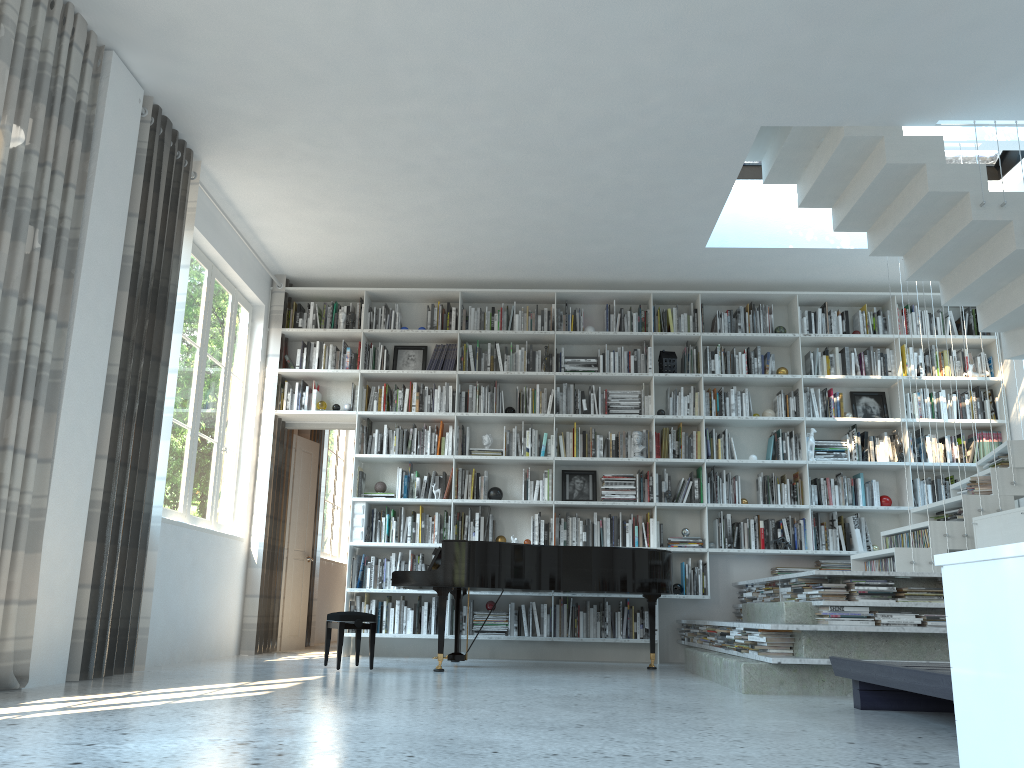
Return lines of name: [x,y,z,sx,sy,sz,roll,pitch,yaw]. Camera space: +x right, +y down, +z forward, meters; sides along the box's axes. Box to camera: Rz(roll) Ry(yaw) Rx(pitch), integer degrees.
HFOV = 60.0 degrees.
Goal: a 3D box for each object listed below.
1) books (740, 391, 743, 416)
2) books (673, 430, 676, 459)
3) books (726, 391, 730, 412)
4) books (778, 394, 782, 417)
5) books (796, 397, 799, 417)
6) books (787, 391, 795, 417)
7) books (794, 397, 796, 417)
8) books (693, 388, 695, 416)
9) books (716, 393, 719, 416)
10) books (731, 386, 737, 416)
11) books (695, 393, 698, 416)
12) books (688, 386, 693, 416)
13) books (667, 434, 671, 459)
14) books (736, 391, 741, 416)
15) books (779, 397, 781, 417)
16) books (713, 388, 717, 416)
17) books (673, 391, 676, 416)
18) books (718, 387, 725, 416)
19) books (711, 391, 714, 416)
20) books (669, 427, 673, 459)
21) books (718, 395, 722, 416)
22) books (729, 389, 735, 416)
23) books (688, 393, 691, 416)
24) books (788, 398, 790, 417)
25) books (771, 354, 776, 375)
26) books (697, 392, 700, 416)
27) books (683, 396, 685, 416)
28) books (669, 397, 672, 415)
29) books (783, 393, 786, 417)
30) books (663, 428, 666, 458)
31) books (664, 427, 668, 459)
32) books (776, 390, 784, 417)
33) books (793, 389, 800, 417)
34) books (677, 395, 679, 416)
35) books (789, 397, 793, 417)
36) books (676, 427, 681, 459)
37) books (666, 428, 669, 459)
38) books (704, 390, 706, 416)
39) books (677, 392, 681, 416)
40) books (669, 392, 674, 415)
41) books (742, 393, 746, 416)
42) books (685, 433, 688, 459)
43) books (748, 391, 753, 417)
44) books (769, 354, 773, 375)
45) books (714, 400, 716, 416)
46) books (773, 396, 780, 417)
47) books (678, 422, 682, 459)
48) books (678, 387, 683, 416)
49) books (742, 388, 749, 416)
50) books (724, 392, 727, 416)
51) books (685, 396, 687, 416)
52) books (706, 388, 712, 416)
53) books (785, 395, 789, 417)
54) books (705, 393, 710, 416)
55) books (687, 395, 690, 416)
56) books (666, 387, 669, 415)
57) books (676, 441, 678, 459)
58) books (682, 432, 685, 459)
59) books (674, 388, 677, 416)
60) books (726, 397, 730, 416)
books: [1.971,0.201,7.693,0.024,0.261,0.134,1,-14,2]
books: [1.384,0.544,7.631,0.035,0.277,0.139,1,-14,2]
books: [1.871,0.201,7.689,0.011,0.256,0.131,1,-14,2]
books: [2.308,0.218,7.673,0.012,0.231,0.154,1,-14,2]
books: [2.443,0.230,7.653,0.012,0.205,0.170,1,-14,2]
books: [2.405,0.204,7.657,0.016,0.256,0.176,1,-14,2]
books: [2.418,0.229,7.650,0.013,0.204,0.174,1,-14,2]
books: [1.567,0.186,7.695,0.025,0.276,0.173,1,-14,2]
books: [1.772,0.209,7.687,0.013,0.235,0.158,1,-14,2]
books: [1.921,0.183,7.694,0.027,0.294,0.160,1,-14,2]
books: [1.582,0.206,7.673,0.028,0.229,0.177,1,-14,2]
books: [1.551,0.179,7.699,0.028,0.292,0.155,1,-14,2]
books: [1.346,0.561,7.607,0.015,0.231,0.180,1,-14,2]
books: [1.946,0.204,7.672,0.025,0.244,0.184,1,-14,2]
books: [2.299,0.232,7.672,0.005,0.204,0.154,1,-14,2]
books: [1.759,0.191,7.712,0.014,0.283,0.136,1,-14,2]
books: [1.401,0.199,7.702,0.028,0.249,0.165,1,-14,2]
books: [1.811,0.184,7.674,0.014,0.279,0.178,1,-14,2]
books: [1.723,0.201,7.681,0.014,0.247,0.177,1,-14,2]
books: [1.364,0.531,7.611,0.019,0.293,0.164,1,-14,2]
books: [1.791,0.219,7.686,0.026,0.215,0.162,1,-14,2]
books: [1.891,0.192,7.666,0.030,0.262,0.182,1,-14,2]
books: [1.533,0.207,7.691,0.024,0.233,0.150,1,-14,2]
books: [2.378,0.233,7.673,0.012,0.206,0.138,1,-14,2]
books: [2.274,-0.134,7.768,0.026,0.228,0.141,1,-14,2]
books: [1.602,0.206,7.688,0.026,0.237,0.173,1,-14,2]
books: [1.474,0.223,7.678,0.024,0.194,0.173,1,-14,2]
books: [1.363,0.226,7.681,0.028,0.185,0.181,1,-14,2]
books: [2.336,0.213,7.672,0.016,0.243,0.152,1,-14,2]
books: [1.302,0.534,7.625,0.035,0.292,0.145,1,-14,2]
books: [1.314,0.530,7.610,0.035,0.292,0.145,1,-14,2]
books: [2.321,0.198,7.665,0.015,0.267,0.164,1,-14,2]
books: [2.452,0.193,7.655,0.005,0.277,0.183,1,-14,2]
books: [1.426,0.220,7.696,0.023,0.206,0.171,1,-14,2]
books: [2.390,0.233,7.661,0.013,0.201,0.174,1,-14,2]
books: [1.428,0.528,7.595,0.019,0.292,0.182,1,-14,2]
books: [1.327,0.534,7.624,0.035,0.292,0.145,1,-14,2]
books: [1.645,0.197,7.681,0.028,0.250,0.190,1,-14,2]
books: [1.442,0.205,7.694,0.023,0.235,0.179,1,-14,2]
books: [1.384,0.203,7.707,0.024,0.242,0.159,1,-14,2]
books: [1.993,0.212,7.675,0.021,0.231,0.183,1,-14,2]
books: [1.481,0.553,7.585,0.027,0.241,0.189,1,-14,2]
books: [2.055,0.206,7.687,0.034,0.253,0.161,1,-14,2]
books: [2.236,-0.133,7.750,0.048,0.216,0.183,1,-14,2]
books: [1.740,0.237,7.684,0.021,0.178,0.137,1,-14,2]
books: [2.289,0.225,7.678,0.015,0.219,0.140,1,-14,2]
books: [1.441,0.512,7.618,0.021,0.336,0.169,1,-14,2]
books: [1.458,0.181,7.677,0.028,0.274,0.187,1,-14,2]
books: [2.016,0.190,7.668,0.024,0.271,0.170,1,-14,2]
books: [1.829,0.206,7.674,0.022,0.237,0.165,1,-14,2]
books: [1.493,0.223,7.680,0.027,0.196,0.185,1,-14,2]
books: [1.710,0.190,7.701,0.014,0.278,0.154,1,-14,2]
books: [2.364,0.221,7.671,0.016,0.227,0.160,1,-14,2]
books: [1.688,0.208,7.702,0.030,0.241,0.138,1,-14,2]
books: [1.514,0.216,7.682,0.029,0.210,0.158,1,-14,2]
books: [1.352,0.182,7.714,0.018,0.284,0.160,1,-14,2]
books: [1.408,0.592,7.621,0.030,0.180,0.132,1,-14,2]
books: [1.459,0.554,7.611,0.033,0.252,0.175,1,-14,2]
books: [1.416,0.187,7.706,0.019,0.274,0.146,1,-14,2]
books: [1.852,0.230,7.677,0.025,0.193,0.171,1,-14,2]
